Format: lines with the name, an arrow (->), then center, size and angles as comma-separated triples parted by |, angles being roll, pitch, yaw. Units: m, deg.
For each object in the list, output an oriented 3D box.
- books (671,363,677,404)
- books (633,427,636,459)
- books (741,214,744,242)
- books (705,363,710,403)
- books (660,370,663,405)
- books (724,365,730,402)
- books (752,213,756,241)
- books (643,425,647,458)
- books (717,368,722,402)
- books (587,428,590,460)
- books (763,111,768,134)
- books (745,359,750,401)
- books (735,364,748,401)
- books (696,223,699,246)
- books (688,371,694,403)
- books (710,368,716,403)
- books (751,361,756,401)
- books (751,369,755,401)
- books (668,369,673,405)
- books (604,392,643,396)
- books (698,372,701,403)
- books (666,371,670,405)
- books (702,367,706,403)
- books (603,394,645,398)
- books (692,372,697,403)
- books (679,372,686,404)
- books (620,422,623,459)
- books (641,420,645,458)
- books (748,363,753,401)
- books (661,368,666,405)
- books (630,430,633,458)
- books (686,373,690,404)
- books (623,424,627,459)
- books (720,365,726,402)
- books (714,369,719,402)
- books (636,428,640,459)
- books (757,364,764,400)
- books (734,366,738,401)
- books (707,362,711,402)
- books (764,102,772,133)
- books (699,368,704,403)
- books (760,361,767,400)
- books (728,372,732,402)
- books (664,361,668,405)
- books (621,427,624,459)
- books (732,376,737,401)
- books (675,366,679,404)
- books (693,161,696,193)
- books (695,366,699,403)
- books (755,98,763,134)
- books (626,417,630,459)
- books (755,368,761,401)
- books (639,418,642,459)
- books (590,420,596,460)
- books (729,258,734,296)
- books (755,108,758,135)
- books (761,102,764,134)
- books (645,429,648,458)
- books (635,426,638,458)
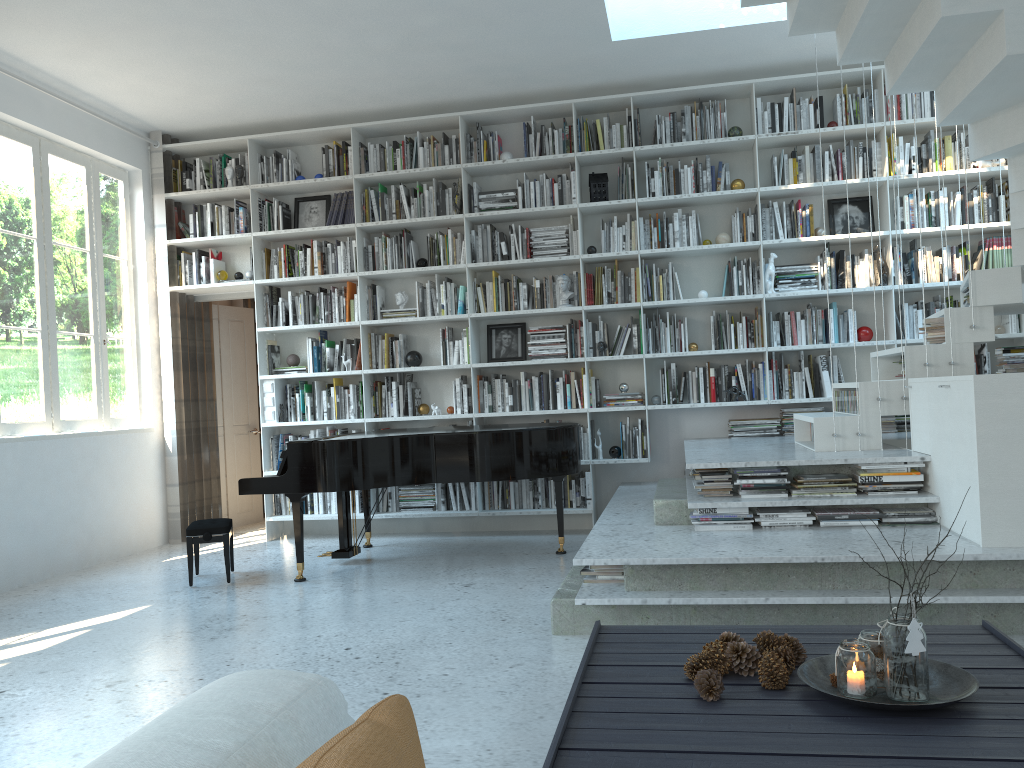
books -> 1.174, -0.001, 6.422 | 0.030, 0.294, 0.188 | -3, 0, 11
books -> 0.880, 0.421, 6.389 | 0.026, 0.225, 0.175 | -3, -1, 11
books -> 1.650, -1.095, 6.368 | 0.011, 0.227, 0.131 | -3, 0, 11
books -> 1.412, -0.008, 6.405 | 0.012, 0.285, 0.159 | -3, 0, 11
books -> 1.089, 0.024, 6.458 | 0.012, 0.254, 0.161 | -3, 0, 11
books -> 1.541, -0.004, 6.373 | 0.026, 0.263, 0.169 | -3, 0, 11
books -> 1.727, -1.096, 6.336 | 0.013, 0.221, 0.155 | -3, 0, 11
books -> 0.960, 0.413, 6.389 | 0.013, 0.233, 0.149 | -3, 0, 11
books -> 1.495, 0.009, 6.391 | 0.021, 0.242, 0.131 | -3, 0, 11
books -> 0.572, 0.436, 6.515 | 0.025, 0.228, 0.133 | -3, 0, 11
books -> 1.797, -1.815, 6.293 | 0.022, 0.182, 0.190 | -3, -1, 11
books -> 1.683, -0.027, 6.347 | 0.013, 0.294, 0.134 | -3, 0, 11
books -> 1.642, -0.011, 6.345 | 0.070, 0.266, 0.186 | -3, 0, 11
books -> 1.342, -1.059, 6.427 | 0.015, 0.189, 0.103 | -3, 0, 11
books -> 1.295, 0.023, 6.426 | 0.029, 0.234, 0.142 | -3, 0, 11
books -> 1.442, 0.011, 6.380 | 0.031, 0.244, 0.184 | -3, -1, 11
books -> 1.732, -0.023, 6.352 | 0.012, 0.282, 0.143 | -3, 0, 11
books -> 1.717, 0.008, 6.329 | 0.013, 0.220, 0.168 | -3, -1, 11
books -> 1.149, 0.019, 6.428 | 0.023, 0.256, 0.178 | -3, 0, 11
books -> 0.815, 0.073, 6.448 | 0.254, 0.012, 0.161 | -3, -1, 20
books -> 1.352, 0.027, 6.414 | 0.012, 0.221, 0.153 | -3, 0, 11
books -> 1.136, 0.028, 6.455 | 0.015, 0.240, 0.152 | -3, 0, 11
books -> 1.392, 0.005, 6.422 | 0.016, 0.261, 0.098 | -3, 0, 11
books -> 0.818, 0.085, 6.455 | 0.285, 0.012, 0.159 | -3, -1, 15
books -> 1.320, 0.025, 6.417 | 0.024, 0.228, 0.159 | -3, 0, 11
books -> 1.235, 0.028, 6.426 | 0.065, 0.231, 0.162 | -3, 0, 11
books -> 0.796, 0.406, 6.421 | 0.005, 0.264, 0.162 | -3, 0, 11
books -> 0.948, 0.395, 6.405 | 0.015, 0.271, 0.157 | -3, 0, 11
books -> 1.701, -0.013, 6.345 | 0.021, 0.264, 0.150 | -3, 0, 11
books -> 1.102, 0.019, 6.435 | 0.023, 0.262, 0.186 | -3, 0, 11
books -> 0.866, 0.433, 6.417 | 0.013, 0.202, 0.139 | -3, 0, 11
books -> 1.273, 0.033, 6.420 | 0.011, 0.217, 0.175 | -3, -1, 11
books -> 0.817, 0.414, 6.409 | 0.014, 0.246, 0.176 | -3, 0, 11
books -> 1.515, -0.002, 6.370 | 0.026, 0.262, 0.173 | -3, 0, 11
books -> 1.472, 0.012, 6.389 | 0.025, 0.238, 0.156 | -3, 0, 11
books -> 0.910, 0.426, 6.383 | 0.011, 0.212, 0.178 | -3, -1, 11
books -> 1.771, -0.013, 6.320 | 0.026, 0.258, 0.156 | -3, 0, 11
books -> 1.605, 0.000, 6.358 | 0.012, 0.249, 0.164 | -3, 0, 11
books -> 1.419, -0.013, 6.381 | 0.012, 0.293, 0.175 | -3, 0, 11
books -> 1.820, -1.850, 6.300 | 0.025, 0.250, 0.178 | -3, 0, 11
books -> 1.366, 0.010, 6.395 | 0.025, 0.252, 0.181 | -3, 0, 11
books -> 1.796, -0.022, 6.316 | 0.025, 0.272, 0.171 | -3, 0, 11
books -> 1.566, 0.021, 6.370 | 0.022, 0.211, 0.135 | -3, 0, 11
books -> 1.117, -0.009, 6.433 | 0.010, 0.316, 0.186 | -3, 0, 11
books -> 0.808, 0.423, 6.428 | 0.012, 0.229, 0.129 | -3, 0, 11
books -> 1.589, 0.035, 6.359 | 0.025, 0.181, 0.169 | -3, -1, 11
books -> 1.196, 0.007, 6.427 | 0.010, 0.277, 0.174 | -3, 0, 11
books -> 1.325, -1.467, 6.431 | 0.010, 0.272, 0.120 | -3, 0, 11
books -> 1.337, 0.004, 6.411 | 0.014, 0.268, 0.171 | -3, 0, 11
books -> 1.759, -1.869, 6.320 | 0.028, 0.294, 0.150 | -3, 0, 11
books -> 0.842, 0.386, 6.423 | 0.032, 0.300, 0.149 | -3, 0, 11
books -> 1.746, 0.003, 6.318 | 0.025, 0.228, 0.175 | -3, -1, 11
books -> 0.926, 0.389, 6.387 | 0.021, 0.285, 0.172 | -3, 0, 11
books -> 0.596, 0.407, 6.503 | 0.012, 0.285, 0.159 | -3, 0, 11
books -> 1.576, -0.754, 6.375 | 0.016, 0.290, 0.135 | -3, 0, 11
books -> 1.734, -1.830, 6.319 | 0.023, 0.219, 0.172 | -3, -1, 11
books -> 1.782, -1.855, 6.325 | 0.014, 0.264, 0.140 | -3, 0, 11
books -> 0.975, 0.426, 6.398 | 0.012, 0.206, 0.160 | -3, -1, 11
books -> 0.902, 0.420, 6.402 | 0.012, 0.225, 0.149 | -3, 0, 11
